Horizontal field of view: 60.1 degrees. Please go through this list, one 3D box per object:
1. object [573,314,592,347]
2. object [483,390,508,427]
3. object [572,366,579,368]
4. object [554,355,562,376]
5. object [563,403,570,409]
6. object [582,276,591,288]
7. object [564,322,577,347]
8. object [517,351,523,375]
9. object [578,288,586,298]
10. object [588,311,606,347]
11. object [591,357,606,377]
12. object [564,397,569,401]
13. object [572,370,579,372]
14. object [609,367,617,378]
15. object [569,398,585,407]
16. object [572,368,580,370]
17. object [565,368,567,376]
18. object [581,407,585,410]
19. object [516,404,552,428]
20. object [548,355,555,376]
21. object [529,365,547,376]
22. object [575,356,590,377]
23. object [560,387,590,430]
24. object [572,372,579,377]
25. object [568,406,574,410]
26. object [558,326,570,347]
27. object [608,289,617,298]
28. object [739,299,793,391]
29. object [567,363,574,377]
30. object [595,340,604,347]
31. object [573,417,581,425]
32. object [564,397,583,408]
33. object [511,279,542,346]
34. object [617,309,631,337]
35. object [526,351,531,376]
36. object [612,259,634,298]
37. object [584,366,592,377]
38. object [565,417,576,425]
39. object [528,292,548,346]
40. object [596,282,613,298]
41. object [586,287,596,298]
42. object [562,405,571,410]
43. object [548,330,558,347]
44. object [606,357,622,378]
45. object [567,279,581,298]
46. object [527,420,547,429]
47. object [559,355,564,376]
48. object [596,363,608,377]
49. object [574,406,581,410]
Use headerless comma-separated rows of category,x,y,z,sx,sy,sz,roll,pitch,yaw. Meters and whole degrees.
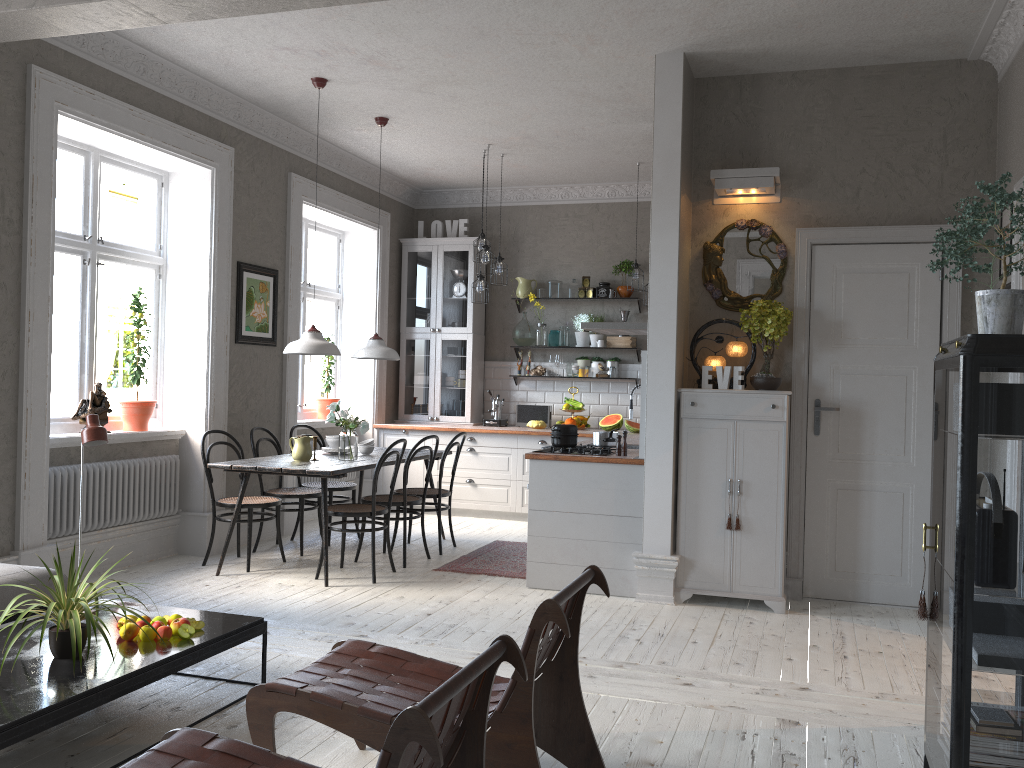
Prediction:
object,0.731,-0.544,8.928,0.240,0.354,0.239,2,0,36
object,-0.177,0.242,8.906,0.203,0.370,0.357,2,0,18
object,0.635,-0.158,8.826,0.077,0.051,0.077,1,0,4
object,0.461,-0.185,8.889,0.081,0.217,0.082,1,0,4
object,0.533,0.222,8.671,0.058,0.069,0.080,2,0,37
object,0.740,-1.017,8.857,0.083,0.113,0.082,1,0,-2
object,0.594,-0.501,9.034,0.129,0.264,0.133,2,0,23
object,0.082,-0.216,9.104,0.053,0.264,0.061,1,0,-11
object,0.709,-0.906,8.879,0.082,0.113,0.084,2,0,18
object,0.839,-0.553,8.841,0.187,0.380,0.167,1,0,-21
object,0.861,-0.171,8.900,0.150,0.214,0.170,1,0,-42
object,0.547,0.158,8.718,0.073,0.058,0.050,1,0,-6
object,0.634,-0.115,8.826,0.076,0.051,0.078,2,0,11
object,0.998,-0.117,8.746,0.077,0.108,0.078,2,0,11
object,0.657,0.192,8.752,0.177,0.096,0.090,2,0,38
object,0.634,-0.132,8.826,0.075,0.051,0.079,2,0,37
object,0.579,-0.115,8.967,0.076,0.083,0.079,2,0,36
object,0.689,0.248,8.708,0.051,0.050,0.050,2,0,27
object,0.218,0.324,8.878,0.347,0.226,0.089,2,0,17
object,0.408,-0.186,9.005,0.081,0.217,0.082,1,0,4
object,0.264,-0.136,9.005,0.177,0.111,0.096,1,0,-5
object,0.711,-0.180,8.936,0.157,0.217,0.155,1,0,-2
object,0.601,0.237,8.724,0.351,0.425,0.352,1,0,3
object,0.633,-0.098,8.826,0.076,0.051,0.078,2,0,11
object,0.577,0.246,8.674,0.063,0.061,0.067,2,0,18
object,0.523,-0.474,8.896,0.122,0.206,0.127,2,0,40
object,0.996,-0.890,8.736,0.092,0.096,0.075,2,0,18
object,1.551,-0.237,5.361,0.347,0.553,0.291,1,0,-38
object,0.584,-0.143,8.887,0.079,0.139,0.078,1,0,-10
object,0.878,-0.398,8.761,0.064,0.071,0.104,1,0,-42
object,0.631,0.365,8.662,0.087,0.078,0.089,2,0,44
object,0.608,0.181,8.695,0.207,0.101,0.068,2,0,24
object,0.110,-0.722,9.012,0.337,0.674,0.334,1,0,-14
object,1.115,-0.608,8.783,0.130,0.287,0.131,1,0,3
object,0.177,-0.213,9.058,0.063,0.264,0.052,1,0,-36
object,1.132,-1.037,8.751,0.255,0.397,0.246,2,0,42
object,0.761,-0.123,8.845,0.077,0.108,0.078,2,0,11
object,0.568,0.374,8.601,0.114,0.110,0.110,1,0,-15
object,0.259,-0.649,8.920,0.190,0.540,0.283,1,0,10
object,0.924,-0.931,8.863,0.140,0.174,0.144,2,0,18
object,0.791,-0.904,8.850,0.081,0.113,0.084,2,0,28
object,0.543,0.238,8.747,0.095,0.078,0.101,1,0,5
object,0.434,-0.460,9.017,0.124,0.172,0.128,2,0,21
object,1.019,-0.166,8.860,0.157,0.213,0.154,2,0,15
object,0.630,-0.961,9.010,0.142,0.220,0.138,1,0,-23
object,0.242,0.396,8.656,0.194,0.083,0.191,2,0,18
object,0.488,-0.184,8.976,0.081,0.217,0.082,1,0,4
object,0.901,-0.136,8.794,0.119,0.147,0.099,1,0,-15
object,0.640,0.249,8.690,0.076,0.062,0.100,1,0,-9
